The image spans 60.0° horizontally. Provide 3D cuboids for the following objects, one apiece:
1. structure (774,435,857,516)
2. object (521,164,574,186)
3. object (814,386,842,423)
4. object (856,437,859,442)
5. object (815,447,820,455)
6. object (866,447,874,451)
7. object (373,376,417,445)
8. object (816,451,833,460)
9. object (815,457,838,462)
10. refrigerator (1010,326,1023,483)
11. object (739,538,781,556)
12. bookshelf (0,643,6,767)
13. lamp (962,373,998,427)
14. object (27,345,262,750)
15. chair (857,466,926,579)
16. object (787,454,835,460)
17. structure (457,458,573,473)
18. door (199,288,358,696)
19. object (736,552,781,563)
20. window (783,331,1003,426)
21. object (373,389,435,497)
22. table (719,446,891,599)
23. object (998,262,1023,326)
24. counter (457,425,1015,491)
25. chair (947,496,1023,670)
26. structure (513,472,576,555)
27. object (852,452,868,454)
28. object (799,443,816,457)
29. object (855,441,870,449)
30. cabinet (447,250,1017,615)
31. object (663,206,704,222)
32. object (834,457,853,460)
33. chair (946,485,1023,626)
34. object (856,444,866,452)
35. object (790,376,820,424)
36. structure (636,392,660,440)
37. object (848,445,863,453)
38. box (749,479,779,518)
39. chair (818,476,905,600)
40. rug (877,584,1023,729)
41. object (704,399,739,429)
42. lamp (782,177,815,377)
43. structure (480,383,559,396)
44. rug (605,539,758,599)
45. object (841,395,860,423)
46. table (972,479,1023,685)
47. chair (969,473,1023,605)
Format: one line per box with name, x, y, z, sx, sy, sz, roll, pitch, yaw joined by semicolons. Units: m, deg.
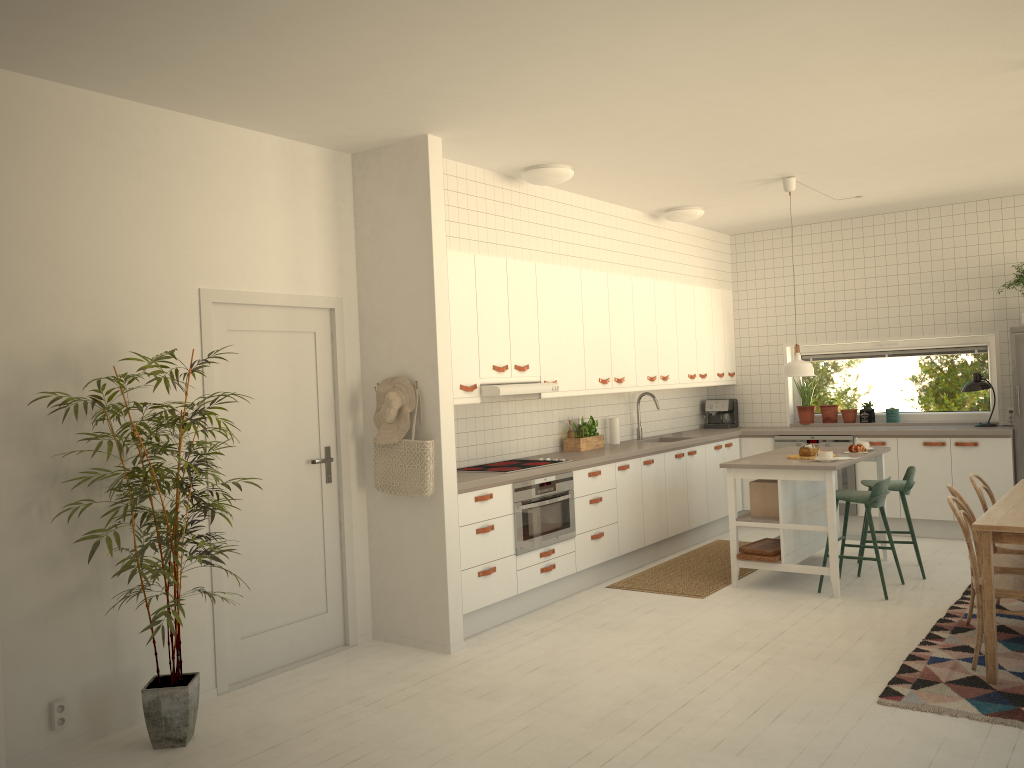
structure;2.943;0.819;8.333;0.705;0.710;0.704;-3;0;36
object;0.238;-1.379;5.902;0.351;0.101;0.351;-3;0;-12
object;3.091;0.197;8.635;0.234;0.370;0.258;-2;0;-42
object;2.614;0.447;6.662;0.028;0.086;0.102;-3;0;-13
object;2.144;0.475;6.298;0.083;0.057;0.072;-3;0;42
object;2.621;0.490;6.638;0.160;0.020;0.160;-2;0;33
object;-0.688;0.150;5.060;0.335;0.385;0.136;-3;0;36
object;2.121;0.486;6.006;0.098;0.064;0.094;-3;0;-5
object;2.125;0.514;6.006;0.160;0.020;0.160;-3;0;2
refrigerator;4.678;0.399;7.042;1.145;1.778;0.559;-3;0;36
object;1.815;1.148;6.269;0.280;0.030;0.430;-2;0;45
bookshelf;-1.522;0.111;2.090;0.710;2.900;0.249;-3;0;36
lamp;4.018;0.134;7.641;0.262;0.465;0.239;-2;0;-25
object;-1.621;0.707;3.288;0.778;1.711;2.088;-3;0;17
chair;2.728;0.982;6.441;0.446;0.752;0.485;-3;0;21
object;2.124;0.514;6.298;0.306;0.019;0.237;-3;0;-37
structure;-0.010;0.559;5.964;0.504;0.057;0.763;-2;0;36
door;-1.279;0.527;4.838;0.166;2.033;0.955;-3;0;36
object;1.786;1.180;6.197;0.280;0.030;0.430;-2;0;36
window;3.557;-0.021;8.357;1.897;0.816;0.293;-2;0;36
object;-0.620;0.335;5.061;0.439;0.612;0.093;-3;0;36
table;2.201;0.952;6.502;0.794;0.864;1.424;-3;0;36
object;4.229;-0.745;7.223;0.468;0.545;0.474;-2;0;-40
counter;1.783;0.552;6.498;2.856;0.163;4.845;-2;0;36
chair;2.407;0.958;4.320;0.483;0.811;0.385;-3;0;34
structure;-0.033;0.845;5.998;0.704;0.447;0.682;-3;0;36
object;2.518;0.502;6.492;0.167;0.005;0.167;-2;0;32
object;2.078;0.464;6.246;0.086;0.087;0.090;-3;0;44
object;2.622;0.464;6.640;0.094;0.060;0.098;-3;0;33
cabinet;1.764;0.154;6.501;2.852;2.160;4.845;-3;0;36
object;1.464;-1.439;7.575;0.351;0.101;0.351;-3;0;-12
object;2.260;0.515;6.110;0.167;0.005;0.167;-2;0;32
chair;2.630;0.947;4.781;0.483;0.811;0.385;-3;0;19
object;2.556;0.471;6.493;0.060;0.059;0.074;-3;0;6
object;2.912;0.143;8.746;0.300;0.499;0.333;-3;0;19
structure;1.202;0.283;7.848;0.236;0.421;0.063;-3;0;44
object;2.501;0.474;6.493;0.070;0.060;0.131;-3;0;-16
box;1.869;0.799;6.293;0.237;0.242;0.357;-3;0;37
chair;2.335;1.001;5.964;0.446;0.752;0.485;-3;0;36
rug;3.191;1.332;4.625;1.748;0.035;3.025;-2;0;36
object;2.101;0.304;9.036;0.316;0.292;0.279;-3;0;37
lamp;2.062;-0.798;6.489;0.229;1.490;0.229;-3;0;37
structure;-0.064;0.036;6.003;0.482;0.073;0.681;-2;0;36
rug;1.558;1.410;6.916;0.750;0.004;2.000;-2;0;36
object;3.243;0.241;8.496;0.194;0.277;0.177;-3;0;3
table;2.993;0.970;4.483;0.894;0.749;1.798;-3;0;36
chair;2.958;0.931;5.172;0.483;0.811;0.385;-3;0;39
